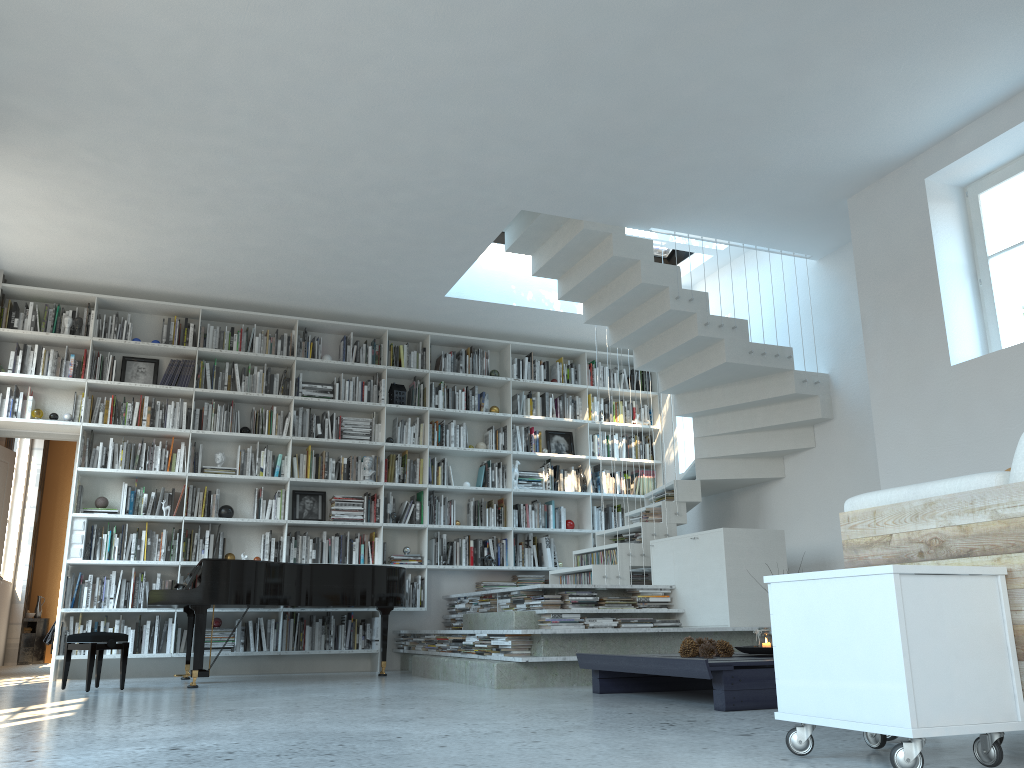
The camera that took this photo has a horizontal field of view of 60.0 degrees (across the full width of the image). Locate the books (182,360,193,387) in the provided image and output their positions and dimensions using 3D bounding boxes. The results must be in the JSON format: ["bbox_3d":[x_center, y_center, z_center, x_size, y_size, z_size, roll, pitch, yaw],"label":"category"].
[{"bbox_3d":[-2.874,-0.053,7.834,0.078,0.285,0.174,5,-16,-21],"label":"books"}]

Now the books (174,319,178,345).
[{"bbox_3d":[-2.990,-0.418,7.875,0.013,0.282,0.167,5,-16,-21],"label":"books"}]

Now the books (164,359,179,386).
[{"bbox_3d":[-2.989,-0.063,7.769,0.110,0.279,0.174,5,-16,-21],"label":"books"}]

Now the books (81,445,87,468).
[{"bbox_3d":[-3.550,0.624,7.358,0.026,0.208,0.155,5,-16,-21],"label":"books"}]

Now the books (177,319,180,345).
[{"bbox_3d":[-2.965,-0.415,7.872,0.011,0.273,0.184,5,-16,-21],"label":"books"}]

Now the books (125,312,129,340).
[{"bbox_3d":[-3.360,-0.461,7.737,0.007,0.300,0.146,5,-16,-21],"label":"books"}]

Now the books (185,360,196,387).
[{"bbox_3d":[-2.848,-0.054,7.830,0.078,0.285,0.174,5,-16,-21],"label":"books"}]

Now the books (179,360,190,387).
[{"bbox_3d":[-2.897,-0.054,7.830,0.078,0.285,0.174,5,-16,-21],"label":"books"}]

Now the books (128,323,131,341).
[{"bbox_3d":[-3.334,-0.413,7.728,0.014,0.201,0.171,5,-16,-21],"label":"books"}]

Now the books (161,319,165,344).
[{"bbox_3d":[-3.091,-0.424,7.842,0.013,0.277,0.151,5,-16,-21],"label":"books"}]

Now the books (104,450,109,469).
[{"bbox_3d":[-3.398,0.655,7.438,0.021,0.187,0.129,5,-16,-21],"label":"books"}]

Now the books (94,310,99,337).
[{"bbox_3d":[-3.588,-0.475,7.647,0.007,0.284,0.160,5,-16,-21],"label":"books"}]

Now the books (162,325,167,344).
[{"bbox_3d":[-3.068,-0.396,7.830,0.028,0.217,0.153,5,-16,-21],"label":"books"}]

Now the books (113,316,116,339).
[{"bbox_3d":[-3.443,-0.459,7.687,0.007,0.271,0.155,5,-16,-21],"label":"books"}]

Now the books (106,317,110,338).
[{"bbox_3d":[-3.494,-0.441,7.662,0.013,0.224,0.177,5,-16,-21],"label":"books"}]

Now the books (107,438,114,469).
[{"bbox_3d":[-3.369,0.607,7.438,0.023,0.280,0.174,5,-16,-21],"label":"books"}]

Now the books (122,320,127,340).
[{"bbox_3d":[-3.365,-0.426,7.702,0.021,0.213,0.174,5,-16,-21],"label":"books"}]

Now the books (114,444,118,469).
[{"bbox_3d":[-3.331,0.633,7.464,0.049,0.242,0.139,5,-16,-21],"label":"books"}]

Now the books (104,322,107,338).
[{"bbox_3d":[-3.514,-0.423,7.667,0.017,0.193,0.129,5,-16,-21],"label":"books"}]

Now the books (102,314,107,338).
[{"bbox_3d":[-3.523,-0.455,7.656,0.012,0.248,0.180,5,-16,-21],"label":"books"}]

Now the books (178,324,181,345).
[{"bbox_3d":[-2.965,-0.397,7.900,0.013,0.254,0.129,5,-16,-21],"label":"books"}]

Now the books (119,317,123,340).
[{"bbox_3d":[-3.399,-0.443,7.711,0.013,0.252,0.129,5,-16,-21],"label":"books"}]

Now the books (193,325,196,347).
[{"bbox_3d":[-2.839,-0.387,7.938,0.039,0.251,0.147,5,-16,-21],"label":"books"}]

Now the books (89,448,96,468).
[{"bbox_3d":[-3.482,0.640,7.367,0.037,0.181,0.189,5,-16,-21],"label":"books"}]

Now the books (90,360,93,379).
[{"bbox_3d":[-3.580,-0.092,7.560,0.006,0.232,0.136,5,-16,-21],"label":"books"}]

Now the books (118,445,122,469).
[{"bbox_3d":[-3.294,0.638,7.457,0.014,0.229,0.148,5,-16,-21],"label":"books"}]

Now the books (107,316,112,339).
[{"bbox_3d":[-3.482,-0.447,7.674,0.016,0.242,0.156,5,-16,-21],"label":"books"}]

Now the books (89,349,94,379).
[{"bbox_3d":[-3.574,-0.130,7.535,0.005,0.292,0.184,5,-16,-21],"label":"books"}]

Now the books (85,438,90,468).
[{"bbox_3d":[-3.522,0.595,7.359,0.027,0.265,0.176,5,-16,-21],"label":"books"}]

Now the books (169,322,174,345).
[{"bbox_3d":[-3.017,-0.408,7.848,0.028,0.248,0.156,5,-16,-21],"label":"books"}]

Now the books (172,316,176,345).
[{"bbox_3d":[-3.008,-0.434,7.888,0.014,0.320,0.137,5,-16,-21],"label":"books"}]

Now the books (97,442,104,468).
[{"bbox_3d":[-3.431,0.619,7.396,0.022,0.235,0.177,5,-16,-21],"label":"books"}]

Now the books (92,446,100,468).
[{"bbox_3d":[-3.467,0.634,7.396,0.042,0.208,0.143,5,-16,-21],"label":"books"}]

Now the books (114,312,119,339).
[{"bbox_3d":[-3.427,-0.465,7.679,0.015,0.279,0.191,5,-16,-21],"label":"books"}]

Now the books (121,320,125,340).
[{"bbox_3d":[-3.384,-0.428,7.703,0.013,0.219,0.181,5,-16,-21],"label":"books"}]

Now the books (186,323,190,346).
[{"bbox_3d":[-2.897,-0.397,7.915,0.022,0.259,0.152,5,-16,-21],"label":"books"}]

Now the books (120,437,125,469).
[{"bbox_3d":[-3.282,0.608,7.468,0.011,0.292,0.184,5,-16,-21],"label":"books"}]

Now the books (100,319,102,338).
[{"bbox_3d":[-3.546,-0.436,7.650,0.032,0.209,0.158,5,-16,-21],"label":"books"}]

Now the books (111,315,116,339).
[{"bbox_3d":[-3.454,-0.454,7.683,0.016,0.260,0.154,5,-16,-21],"label":"books"}]

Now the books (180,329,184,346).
[{"bbox_3d":[-2.937,-0.371,7.876,0.027,0.190,0.178,5,-16,-21],"label":"books"}]

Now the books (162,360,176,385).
[{"bbox_3d":[-3.017,-0.061,7.777,0.110,0.279,0.174,5,-16,-21],"label":"books"}]

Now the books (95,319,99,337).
[{"bbox_3d":[-3.573,-0.437,7.633,0.017,0.203,0.143,5,-16,-21],"label":"books"}]

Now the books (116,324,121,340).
[{"bbox_3d":[-3.414,-0.412,7.690,0.026,0.182,0.162,5,-16,-21],"label":"books"}]

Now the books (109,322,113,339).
[{"bbox_3d":[-3.472,-0.419,7.681,0.014,0.192,0.146,5,-16,-21],"label":"books"}]

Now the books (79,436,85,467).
[{"bbox_3d":[-3.571,0.588,7.369,0.012,0.284,0.160,5,-16,-21],"label":"books"}]

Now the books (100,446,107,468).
[{"bbox_3d":[-3.404,0.634,7.392,0.028,0.203,0.188,5,-16,-21],"label":"books"}]

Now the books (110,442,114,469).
[{"bbox_3d":[-3.350,0.623,7.432,0.011,0.245,0.176,5,-16,-21],"label":"books"}]

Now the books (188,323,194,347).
[{"bbox_3d":[-2.867,-0.395,7.912,0.031,0.253,0.178,5,-16,-21],"label":"books"}]

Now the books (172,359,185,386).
[{"bbox_3d":[-2.940,-0.062,7.787,0.097,0.281,0.174,5,-16,-21],"label":"books"}]

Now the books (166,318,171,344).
[{"bbox_3d":[-3.042,-0.425,7.843,0.024,0.279,0.188,5,-16,-21],"label":"books"}]

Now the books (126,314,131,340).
[{"bbox_3d":[-3.354,-0.454,7.750,0.015,0.292,0.131,5,-16,-21],"label":"books"}]

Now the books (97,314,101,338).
[{"bbox_3d":[-3.565,-0.461,7.650,0.007,0.258,0.157,5,-16,-21],"label":"books"}]

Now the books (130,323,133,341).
[{"bbox_3d":[-3.326,-0.413,7.743,0.013,0.209,0.137,5,-16,-21],"label":"books"}]

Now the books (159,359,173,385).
[{"bbox_3d":[-3.035,-0.065,7.760,0.110,0.279,0.174,5,-16,-21],"label":"books"}]

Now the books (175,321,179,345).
[{"bbox_3d":[-2.974,-0.411,7.866,0.010,0.262,0.157,5,-16,-21],"label":"books"}]

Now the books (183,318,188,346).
[{"bbox_3d":[-2.910,-0.422,7.890,0.025,0.296,0.164,5,-16,-21],"label":"books"}]

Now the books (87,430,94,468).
[{"bbox_3d":[-3.503,0.563,7.372,0.012,0.332,0.185,5,-16,-21],"label":"books"}]

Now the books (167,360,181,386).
[{"bbox_3d":[-2.975,-0.057,7.793,0.110,0.279,0.174,5,-16,-21],"label":"books"}]

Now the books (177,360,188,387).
[{"bbox_3d":[-2.916,-0.057,7.817,0.078,0.285,0.174,5,-16,-21],"label":"books"}]
